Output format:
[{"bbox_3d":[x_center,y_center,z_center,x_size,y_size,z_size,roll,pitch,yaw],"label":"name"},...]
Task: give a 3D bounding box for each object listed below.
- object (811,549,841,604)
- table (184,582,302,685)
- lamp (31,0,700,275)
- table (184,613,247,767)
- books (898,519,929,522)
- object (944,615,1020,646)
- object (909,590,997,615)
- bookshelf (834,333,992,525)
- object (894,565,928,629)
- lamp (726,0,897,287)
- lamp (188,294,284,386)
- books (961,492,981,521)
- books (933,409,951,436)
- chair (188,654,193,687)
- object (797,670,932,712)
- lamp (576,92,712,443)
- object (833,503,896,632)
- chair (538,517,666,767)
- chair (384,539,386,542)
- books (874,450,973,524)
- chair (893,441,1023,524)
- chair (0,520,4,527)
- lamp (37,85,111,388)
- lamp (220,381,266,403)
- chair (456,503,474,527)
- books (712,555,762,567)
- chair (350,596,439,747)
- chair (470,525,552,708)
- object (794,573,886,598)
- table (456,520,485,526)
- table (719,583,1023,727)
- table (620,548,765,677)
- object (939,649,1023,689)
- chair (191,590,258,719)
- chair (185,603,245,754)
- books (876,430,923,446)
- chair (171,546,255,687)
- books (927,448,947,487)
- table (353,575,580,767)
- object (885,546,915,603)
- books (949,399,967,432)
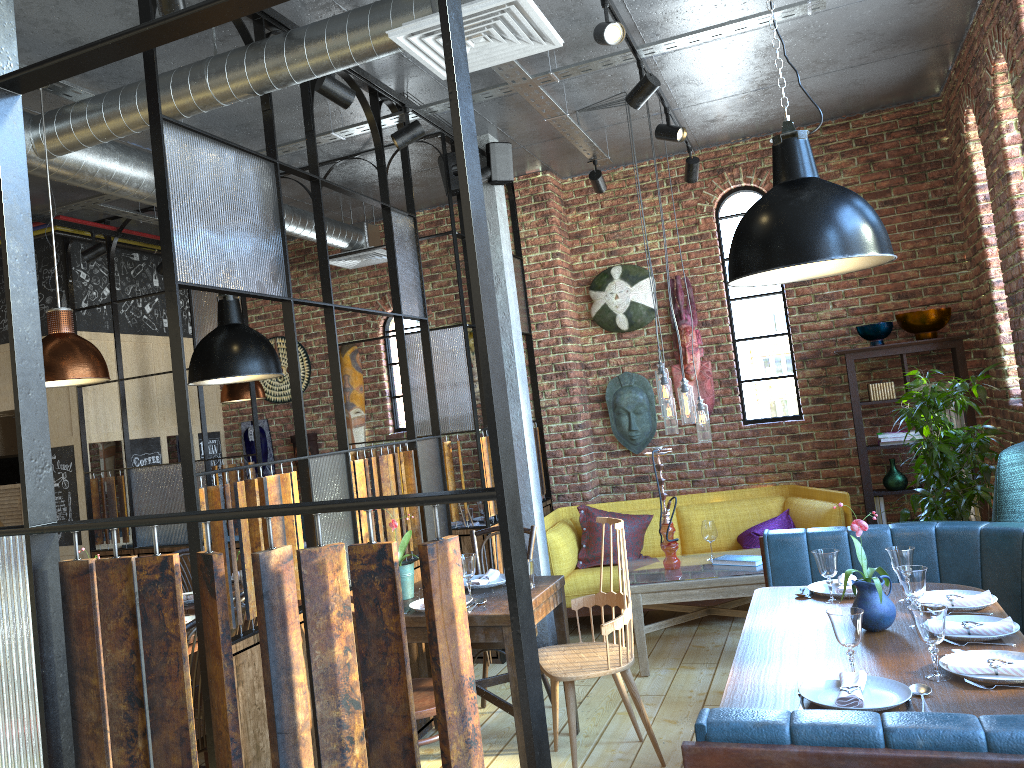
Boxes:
[{"bbox_3d":[1.200,0.728,3.338,0.094,0.192,0.102,-4,-4,-40],"label":"object"},{"bbox_3d":[-1.335,1.464,4.789,0.751,0.729,0.996,-8,-3,20],"label":"table"},{"bbox_3d":[-2.604,-1.107,4.457,6.464,0.274,6.986,-7,-2,21],"label":"lamp"},{"bbox_3d":[-1.696,1.473,3.755,0.751,0.729,0.996,-8,-3,20],"label":"table"},{"bbox_3d":[2.718,0.945,5.795,0.313,0.088,0.236,-7,-2,23],"label":"books"},{"bbox_3d":[1.436,0.755,2.774,0.279,0.051,0.313,-7,-2,24],"label":"object"},{"bbox_3d":[1.553,0.752,3.113,0.279,0.051,0.313,-7,-2,24],"label":"object"},{"bbox_3d":[2.695,0.556,5.831,0.843,1.672,0.306,-8,-4,22],"label":"bookshelf"},{"bbox_3d":[1.322,0.700,2.890,0.094,0.192,0.102,-4,-4,-40],"label":"object"},{"bbox_3d":[0.918,-1.032,3.002,0.552,1.329,0.505,-10,-5,38],"label":"lamp"},{"bbox_3d":[-1.606,-0.679,4.925,0.551,1.329,0.506,-9,-4,33],"label":"lamp"},{"bbox_3d":[2.974,0.821,5.720,0.087,0.273,0.183,-8,-4,20],"label":"books"},{"bbox_3d":[2.809,0.242,5.808,0.128,0.259,0.157,-8,-4,21],"label":"books"},{"bbox_3d":[-1.803,1.419,4.774,0.538,0.917,0.391,-8,-4,21],"label":"chair"},{"bbox_3d":[0.913,0.800,2.302,0.336,0.051,0.259,-7,-2,25],"label":"object"},{"bbox_3d":[0.790,-0.685,5.331,0.275,2.125,0.525,-3,-5,-44],"label":"lamp"},{"bbox_3d":[1.181,0.598,2.934,0.142,0.432,0.208,-10,-5,39],"label":"object"},{"bbox_3d":[0.327,1.104,3.769,0.446,1.008,0.540,-6,-3,-8],"label":"chair"},{"bbox_3d":[-0.872,1.314,4.837,0.527,0.917,0.400,-7,-4,6],"label":"chair"},{"bbox_3d":[2.711,0.703,5.828,0.605,0.576,0.184,-8,-4,21],"label":"books"},{"bbox_3d":[2.108,0.865,4.356,0.771,1.100,1.077,-4,-4,-45],"label":"chair"},{"bbox_3d":[-3.743,1.552,6.135,0.452,1.198,0.395,-9,-4,30],"label":"chair"},{"bbox_3d":[-1.993,-0.664,3.821,0.365,1.338,0.370,-7,-4,-6],"label":"lamp"},{"bbox_3d":[-2.248,-0.529,7.163,0.376,1.338,0.359,-8,-4,14],"label":"lamp"},{"bbox_3d":[-0.353,1.247,5.807,0.543,1.008,0.443,-7,-4,8],"label":"chair"},{"bbox_3d":[1.305,1.007,5.033,0.153,0.028,0.285,-5,-3,-45],"label":"books"},{"bbox_3d":[-0.447,1.220,3.438,0.457,0.923,0.524,-10,-5,43],"label":"chair"},{"bbox_3d":[-0.053,1.206,4.422,0.415,0.917,0.507,-8,-4,15],"label":"chair"},{"bbox_3d":[1.287,0.794,3.464,0.336,0.051,0.259,-7,-2,25],"label":"object"},{"bbox_3d":[-0.223,1.385,6.343,0.774,0.729,0.725,-8,-3,21],"label":"table"},{"bbox_3d":[1.209,1.142,2.829,0.849,0.662,1.489,-8,-2,20],"label":"table"},{"bbox_3d":[1.140,1.298,5.087,0.947,0.509,0.740,-7,-2,7],"label":"table"},{"bbox_3d":[1.316,0.757,2.402,0.279,0.051,0.313,-7,-2,24],"label":"object"},{"bbox_3d":[-1.249,1.323,3.766,0.540,0.917,0.389,-8,-4,26],"label":"chair"},{"bbox_3d":[-1.270,1.311,3.301,0.540,0.917,0.389,-8,-4,26],"label":"chair"},{"bbox_3d":[2.589,0.359,5.880,0.278,0.080,0.172,-7,-2,22],"label":"books"},{"bbox_3d":[-1.716,1.422,5.175,0.540,0.917,0.389,-8,-4,26],"label":"chair"},{"bbox_3d":[2.800,0.539,5.795,0.088,0.273,0.167,-8,-4,20],"label":"books"},{"bbox_3d":[-0.183,1.304,3.916,0.774,0.729,0.725,-8,-3,21],"label":"table"},{"bbox_3d":[1.435,0.698,3.228,0.094,0.192,0.102,-4,-4,-40],"label":"object"},{"bbox_3d":[2.903,0.230,5.759,0.082,0.258,0.172,-8,-4,20],"label":"books"}]
